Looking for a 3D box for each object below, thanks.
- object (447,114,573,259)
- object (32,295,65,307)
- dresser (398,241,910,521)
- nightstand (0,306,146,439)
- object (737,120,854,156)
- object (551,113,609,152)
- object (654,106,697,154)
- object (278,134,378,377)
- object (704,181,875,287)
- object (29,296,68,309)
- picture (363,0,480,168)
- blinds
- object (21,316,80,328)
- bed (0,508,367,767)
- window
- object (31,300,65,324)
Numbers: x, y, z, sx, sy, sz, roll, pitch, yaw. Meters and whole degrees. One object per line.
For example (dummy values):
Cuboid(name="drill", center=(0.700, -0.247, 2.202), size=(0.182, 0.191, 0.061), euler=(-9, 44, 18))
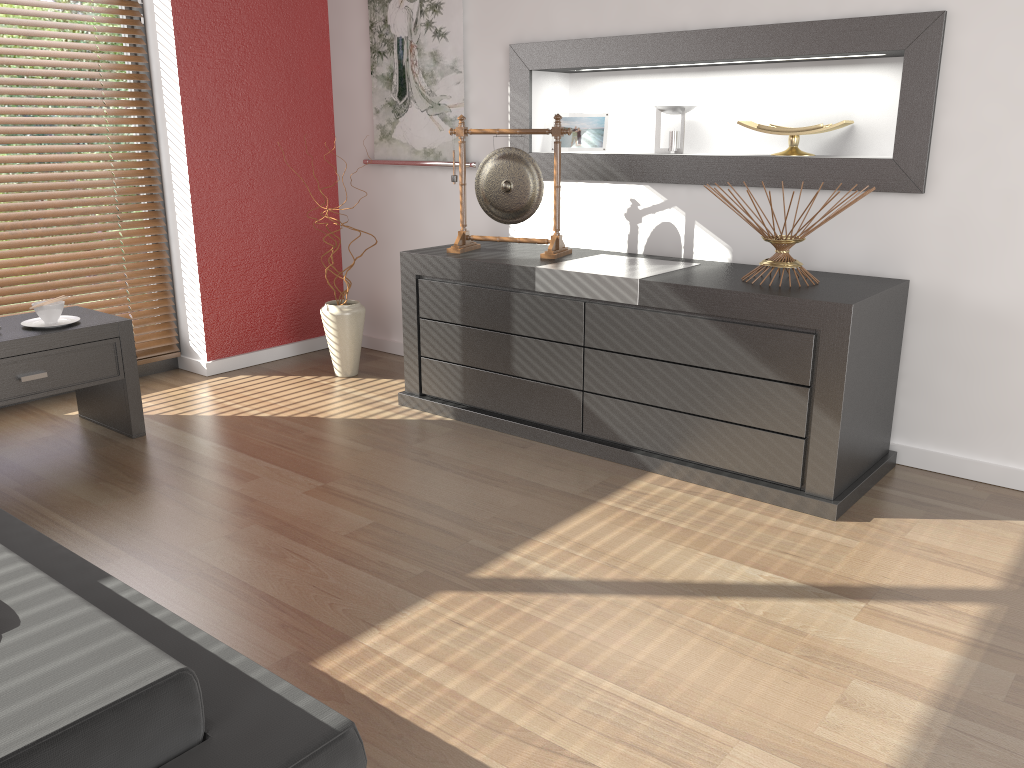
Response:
Cuboid(name="object", center=(-0.011, -0.728, 3.242), size=(0.490, 0.498, 0.173), euler=(7, 17, 23))
Cuboid(name="object", center=(-1.553, -0.276, 2.971), size=(0.007, 0.007, 0.192), euler=(1, 16, 3))
Cuboid(name="dresser", center=(0.393, -0.118, 3.107), size=(1.740, 0.608, 0.540), euler=(13, 20, 37))
Cuboid(name="nightstand", center=(-1.681, 0.023, 2.974), size=(0.413, 0.423, 0.700), euler=(13, 20, 37))
Cuboid(name="object", center=(0.957, -0.832, 3.008), size=(0.350, 0.116, 0.181), euler=(9, 18, 28))
Cuboid(name="object", center=(0.269, -0.999, 3.519), size=(0.226, 0.146, 0.041), euler=(5, 17, 18))
Cuboid(name="object", center=(0.604, -0.944, 3.297), size=(0.159, 0.171, 0.159), euler=(-1, 16, -2))
Cuboid(name="object", center=(-0.778, -0.529, 3.774), size=(0.364, 1.035, 0.422), euler=(4, 17, 14))
Cuboid(name="object", center=(0.810, -0.447, 2.644), size=(0.481, 0.282, 0.481), euler=(1, 16, 5))
Cuboid(name="object", center=(-1.541, -0.271, 2.952), size=(0.007, 0.007, 0.192), euler=(2, 16, 8))
Cuboid(name="picture", center=(-0.418, -1.576, 3.764), size=(0.701, 1.270, 0.028), euler=(13, 20, 37))
Cuboid(name="blinds", center=(-3.043, -0.568, 1.942), size=(0.032, 1.952, 4.840), euler=(13, 20, 37))
Cuboid(name="object", center=(-1.551, -0.207, 2.984), size=(0.179, 0.012, 0.179), euler=(-8, 18, -25))
Cuboid(name="bed", center=(-1.936, 0.474, 1.130), size=(2.413, 0.577, 2.469), euler=(13, 20, 37))
Cuboid(name="window", center=(-1.864, -1.036, 3.428), size=(0.020, 1.893, 0.889), euler=(13, 20, 37))
Cuboid(name="object", center=(-1.551, -0.238, 2.975), size=(0.099, 0.069, 0.099), euler=(-8, 18, -25))
